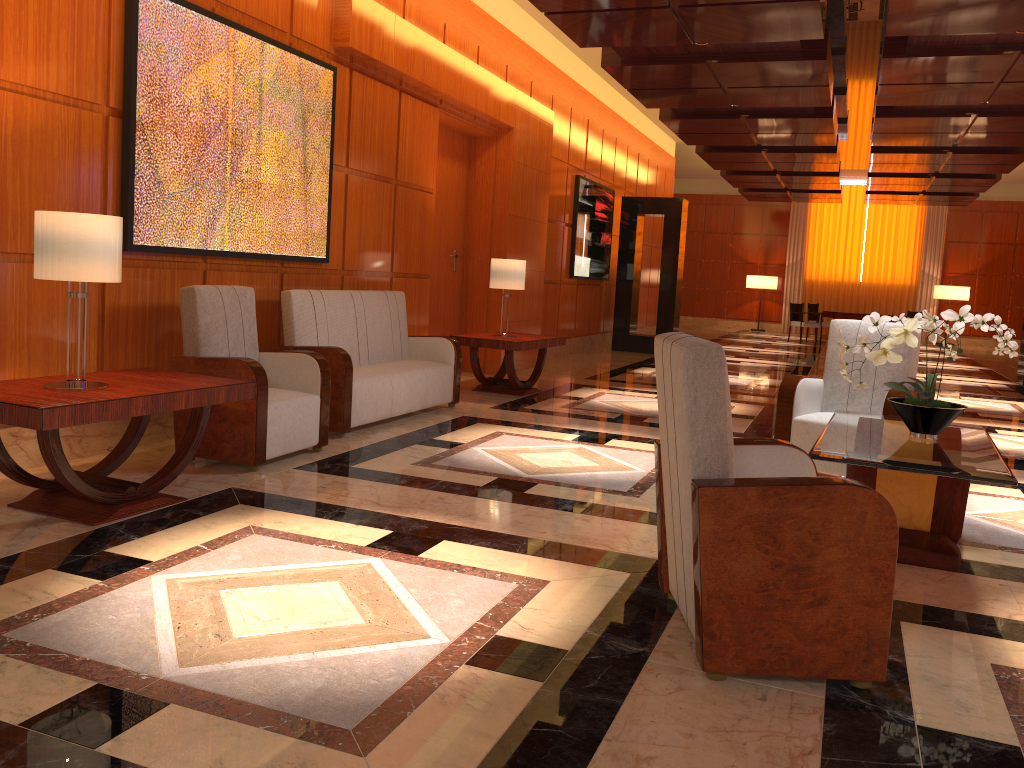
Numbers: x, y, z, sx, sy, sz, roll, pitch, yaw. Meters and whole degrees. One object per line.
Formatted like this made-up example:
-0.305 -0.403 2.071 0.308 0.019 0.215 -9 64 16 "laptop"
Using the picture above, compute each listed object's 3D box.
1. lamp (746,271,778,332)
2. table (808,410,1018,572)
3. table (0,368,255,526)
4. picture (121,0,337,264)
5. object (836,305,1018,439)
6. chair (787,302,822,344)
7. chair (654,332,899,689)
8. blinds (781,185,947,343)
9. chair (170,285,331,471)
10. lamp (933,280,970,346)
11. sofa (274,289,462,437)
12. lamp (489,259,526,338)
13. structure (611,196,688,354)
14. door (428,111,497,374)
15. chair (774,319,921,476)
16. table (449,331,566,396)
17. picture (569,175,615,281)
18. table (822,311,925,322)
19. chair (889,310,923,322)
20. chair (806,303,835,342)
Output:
6.742 -2.250 24.056 0.810 1.655 0.814 0 6 -29 "lamp"
1.781 0.492 4.037 0.723 0.494 1.563 6 7 23 "table"
-1.828 0.267 3.940 0.726 0.532 1.170 6 7 23 "table"
-1.723 -1.540 5.715 0.056 1.447 2.002 5 6 21 "picture"
1.908 -0.066 4.082 0.788 0.615 0.419 3 5 -2 "object"
6.518 -1.368 19.886 0.584 0.891 0.578 0 6 -31 "chair"
0.773 0.337 2.815 0.628 0.957 0.740 3 6 0 "chair"
9.338 -3.265 23.675 3.857 4.051 0.149 6 5 21 "blinds"
-1.486 -0.071 5.064 0.629 0.957 0.739 5 6 19 "chair"
11.070 -1.795 22.416 0.810 1.655 0.814 0 6 -29 "lamp"
-1.014 -0.220 6.611 0.613 0.929 1.803 5 7 21 "sofa"
2.067 0.033 2.509 0.335 0.732 13.053 2 7 -20 "lamp"
2.243 -1.759 14.424 0.986 2.490 0.501 5 5 21 "structure"
-0.672 -1.379 9.274 0.341 2.642 1.503 5 6 21 "door"
2.119 0.089 5.489 0.740 0.957 0.629 8 7 39 "chair"
-0.033 -0.198 8.610 0.726 0.532 1.170 6 7 23 "table"
1.237 -2.306 13.415 0.056 1.447 2.002 5 6 21 "picture"
7.963 -1.176 19.518 2.106 0.739 0.787 2 6 -8 "table"
8.231 -1.102 18.534 0.584 0.891 0.578 1 6 -26 "chair"
7.253 -1.450 20.907 0.584 0.891 0.578 -1 7 -41 "chair"
